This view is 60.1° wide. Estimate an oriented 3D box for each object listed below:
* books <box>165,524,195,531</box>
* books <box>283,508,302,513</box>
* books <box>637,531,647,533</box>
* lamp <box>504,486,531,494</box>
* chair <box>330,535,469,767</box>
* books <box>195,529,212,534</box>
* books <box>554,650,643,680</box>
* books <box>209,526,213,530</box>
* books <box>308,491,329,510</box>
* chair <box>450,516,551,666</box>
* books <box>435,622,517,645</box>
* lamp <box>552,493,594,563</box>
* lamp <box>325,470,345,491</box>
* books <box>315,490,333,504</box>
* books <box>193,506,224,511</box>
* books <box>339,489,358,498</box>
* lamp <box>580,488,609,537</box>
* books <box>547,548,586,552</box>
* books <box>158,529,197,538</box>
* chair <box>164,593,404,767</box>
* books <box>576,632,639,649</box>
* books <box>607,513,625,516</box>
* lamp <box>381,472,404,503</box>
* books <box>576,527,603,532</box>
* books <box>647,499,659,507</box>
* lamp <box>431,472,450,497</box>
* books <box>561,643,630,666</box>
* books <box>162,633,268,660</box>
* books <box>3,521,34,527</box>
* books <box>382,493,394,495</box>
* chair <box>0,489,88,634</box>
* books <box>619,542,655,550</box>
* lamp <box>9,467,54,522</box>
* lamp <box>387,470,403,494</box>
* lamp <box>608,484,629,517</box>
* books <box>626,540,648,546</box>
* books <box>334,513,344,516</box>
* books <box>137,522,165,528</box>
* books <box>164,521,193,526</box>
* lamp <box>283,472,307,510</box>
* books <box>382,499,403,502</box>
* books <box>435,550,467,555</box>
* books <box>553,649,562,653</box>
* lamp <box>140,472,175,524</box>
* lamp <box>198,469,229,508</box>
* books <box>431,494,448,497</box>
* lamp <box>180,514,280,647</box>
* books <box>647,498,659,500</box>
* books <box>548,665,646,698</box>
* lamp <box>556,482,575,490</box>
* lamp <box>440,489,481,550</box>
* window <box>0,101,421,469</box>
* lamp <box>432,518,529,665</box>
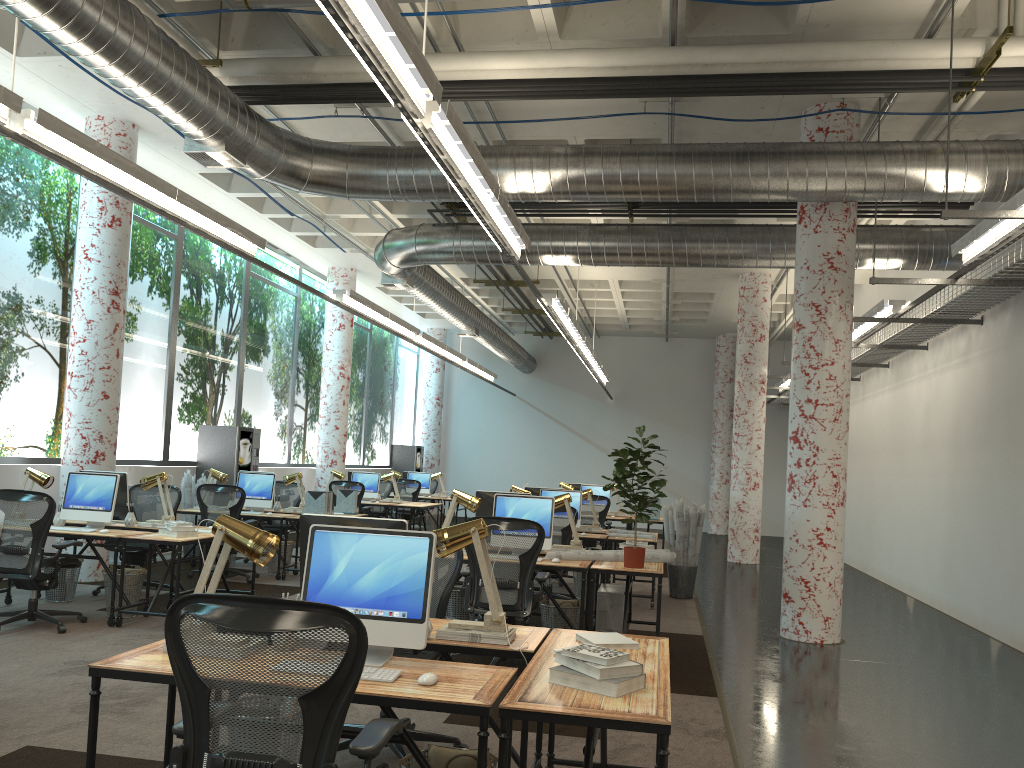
[{"bbox_3d":[-2.801,1.206,7.467,0.193,0.044,0.257,6,-6,-32],"label":"books"},{"bbox_3d":[-2.721,1.604,11.235,0.308,0.038,0.226,2,-5,10],"label":"books"},{"bbox_3d":[1.470,1.785,10.697,0.244,0.019,0.205,8,-7,-42],"label":"books"},{"bbox_3d":[-0.043,1.463,10.136,0.527,0.609,0.209,1,-3,29],"label":"lamp"},{"bbox_3d":[-0.571,1.304,4.431,0.770,1.083,0.794,3,-3,-6],"label":"chair"},{"bbox_3d":[-2.795,1.305,7.851,0.243,0.019,0.206,4,-5,-13],"label":"books"},{"bbox_3d":[0.298,0.970,3.083,0.193,0.044,0.257,6,-6,-32],"label":"books"},{"bbox_3d":[-2.695,1.337,8.184,0.200,0.024,0.236,5,-5,-17],"label":"books"},{"bbox_3d":[-2.278,1.412,10.370,0.233,0.310,0.068,2,-2,10],"label":"books"},{"bbox_3d":[-0.081,1.482,6.350,0.770,1.083,0.794,3,-3,-6],"label":"chair"},{"bbox_3d":[-0.150,1.061,3.775,0.308,0.038,0.226,2,-5,10],"label":"books"},{"bbox_3d":[0.508,1.231,7.507,0.527,0.609,0.209,1,-3,29],"label":"lamp"},{"bbox_3d":[-3.020,1.720,14.683,0.527,0.609,0.219,1,-3,29],"label":"lamp"},{"bbox_3d":[-2.253,1.426,10.516,0.233,0.310,0.068,2,-2,10],"label":"books"},{"bbox_3d":[-3.667,1.510,10.743,0.308,0.038,0.226,2,-5,10],"label":"books"},{"bbox_3d":[-2.107,1.511,11.366,0.233,0.310,0.068,2,-2,10],"label":"books"},{"bbox_3d":[0.970,1.558,10.602,0.527,0.609,0.209,1,-3,29],"label":"lamp"},{"bbox_3d":[0.464,1.410,7.513,0.308,0.038,0.226,2,-5,10],"label":"books"},{"bbox_3d":[-2.806,1.250,7.438,0.271,0.050,0.201,-1,-6,37],"label":"books"},{"bbox_3d":[-0.696,1.133,2.612,0.770,1.083,0.794,3,-3,-6],"label":"chair"},{"bbox_3d":[0.405,1.101,3.800,0.200,0.024,0.236,5,-5,-17],"label":"books"},{"bbox_3d":[1.697,2.131,14.511,0.308,0.038,0.226,2,-5,10],"label":"books"},{"bbox_3d":[-2.002,1.816,15.158,0.527,0.609,0.219,1,-3,29],"label":"lamp"},{"bbox_3d":[0.927,1.737,10.609,0.308,0.038,0.226,2,-5,10],"label":"books"},{"bbox_3d":[2.140,1.939,13.646,0.233,0.310,0.068,2,-2,10],"label":"books"},{"bbox_3d":[-1.453,2.134,18.356,0.527,0.609,0.219,1,-3,29],"label":"lamp"},{"bbox_3d":[0.290,0.937,3.073,0.185,0.030,0.153,-1,-6,38],"label":"books"},{"bbox_3d":[-1.095,0.967,3.283,0.308,0.038,0.226,2,-5,10],"label":"books"},{"bbox_3d":[-4.195,1.203,7.666,0.308,0.038,0.226,2,-5,10],"label":"books"},{"bbox_3d":[-2.444,2.219,17.865,0.308,0.038,0.226,2,-5,10],"label":"books"},{"bbox_3d":[-3.795,1.369,6.996,0.770,1.083,0.794,3,-3,-6],"label":"chair"},{"bbox_3d":[1.076,1.401,7.624,0.257,0.044,0.193,0,-6,27],"label":"books"},{"bbox_3d":[-4.222,1.023,7.682,0.527,0.609,0.219,1,-3,29],"label":"lamp"},{"bbox_3d":[-2.471,2.038,17.881,0.527,0.609,0.219,1,-3,29],"label":"lamp"},{"bbox_3d":[1.742,1.952,14.508,0.527,0.609,0.219,1,-3,29],"label":"lamp"},{"bbox_3d":[1.074,1.368,7.610,0.185,0.030,0.153,2,-5,8],"label":"books"},{"bbox_3d":[-2.204,1.622,11.043,0.200,0.024,0.236,5,-5,-17],"label":"books"},{"bbox_3d":[-3.250,1.297,8.159,0.308,0.038,0.226,2,-5,10],"label":"books"},{"bbox_3d":[-2.810,1.173,7.457,0.185,0.030,0.153,-1,-6,38],"label":"books"},{"bbox_3d":[-2.676,1.425,11.233,0.527,0.609,0.219,1,-3,29],"label":"lamp"},{"bbox_3d":[-2.048,1.995,15.160,0.308,0.038,0.226,2,-5,10],"label":"books"},{"bbox_3d":[-0.481,1.316,7.021,0.308,0.038,0.226,2,-5,10],"label":"books"},{"bbox_3d":[0.305,1.069,3.467,0.243,0.019,0.206,4,-5,-13],"label":"books"},{"bbox_3d":[-3.206,1.118,8.153,0.527,0.609,0.209,1,-3,29],"label":"lamp"},{"bbox_3d":[-3.691,1.329,10.763,0.527,0.609,0.209,1,-3,29],"label":"lamp"},{"bbox_3d":[-1.498,2.313,18.358,0.308,0.038,0.226,2,-5,10],"label":"books"},{"bbox_3d":[-1.122,0.787,3.298,0.527,0.609,0.219,1,-3,29],"label":"lamp"},{"bbox_3d":[2.311,2.038,14.641,0.233,0.310,0.068,2,-2,10],"label":"books"},{"bbox_3d":[0.293,1.014,3.054,0.271,0.050,0.201,-1,-6,37],"label":"books"},{"bbox_3d":[0.724,1.856,14.034,0.527,0.609,0.219,1,-3,29],"label":"lamp"},{"bbox_3d":[-0.508,1.136,7.036,0.527,0.609,0.219,1,-3,29],"label":"lamp"},{"bbox_3d":[-4.822,-0.852,11.154,0.050,3.752,26.295,3,-5,10],"label":"window"},{"bbox_3d":[-0.104,0.883,3.773,0.527,0.609,0.219,1,-3,29],"label":"lamp"}]
